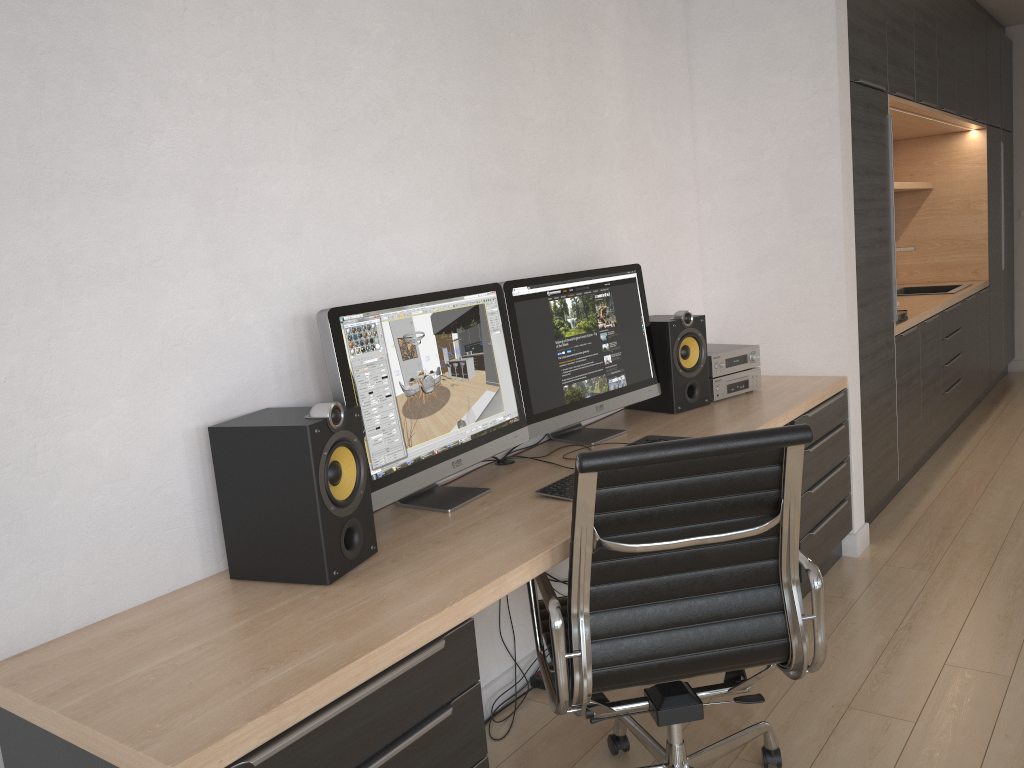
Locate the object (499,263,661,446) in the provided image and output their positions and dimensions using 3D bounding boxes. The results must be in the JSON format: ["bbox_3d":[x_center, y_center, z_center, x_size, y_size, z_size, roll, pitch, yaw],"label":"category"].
[{"bbox_3d":[0.222,-0.092,2.843,0.190,0.535,0.716,2,12,42],"label":"object"}]

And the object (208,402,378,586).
[{"bbox_3d":[-0.452,0.214,1.864,0.249,0.354,0.198,-2,9,22],"label":"object"}]

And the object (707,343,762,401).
[{"bbox_3d":[0.766,-0.048,3.408,0.285,0.174,0.270,-12,11,-37],"label":"object"}]

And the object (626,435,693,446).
[{"bbox_3d":[0.440,0.187,2.657,0.200,0.002,0.250,1,11,37],"label":"object"}]

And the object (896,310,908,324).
[{"bbox_3d":[1.757,-0.535,4.581,0.584,0.398,0.618,1,11,37],"label":"object"}]

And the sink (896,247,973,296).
[{"bbox_3d":[2.676,-0.641,5.807,0.512,0.518,0.626,1,11,37],"label":"sink"}]

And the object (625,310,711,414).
[{"bbox_3d":[0.557,-0.090,3.226,0.198,0.354,0.249,-12,11,-37],"label":"object"}]

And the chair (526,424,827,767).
[{"bbox_3d":[0.326,0.552,2.021,0.664,0.991,0.699,-6,9,-2],"label":"chair"}]
